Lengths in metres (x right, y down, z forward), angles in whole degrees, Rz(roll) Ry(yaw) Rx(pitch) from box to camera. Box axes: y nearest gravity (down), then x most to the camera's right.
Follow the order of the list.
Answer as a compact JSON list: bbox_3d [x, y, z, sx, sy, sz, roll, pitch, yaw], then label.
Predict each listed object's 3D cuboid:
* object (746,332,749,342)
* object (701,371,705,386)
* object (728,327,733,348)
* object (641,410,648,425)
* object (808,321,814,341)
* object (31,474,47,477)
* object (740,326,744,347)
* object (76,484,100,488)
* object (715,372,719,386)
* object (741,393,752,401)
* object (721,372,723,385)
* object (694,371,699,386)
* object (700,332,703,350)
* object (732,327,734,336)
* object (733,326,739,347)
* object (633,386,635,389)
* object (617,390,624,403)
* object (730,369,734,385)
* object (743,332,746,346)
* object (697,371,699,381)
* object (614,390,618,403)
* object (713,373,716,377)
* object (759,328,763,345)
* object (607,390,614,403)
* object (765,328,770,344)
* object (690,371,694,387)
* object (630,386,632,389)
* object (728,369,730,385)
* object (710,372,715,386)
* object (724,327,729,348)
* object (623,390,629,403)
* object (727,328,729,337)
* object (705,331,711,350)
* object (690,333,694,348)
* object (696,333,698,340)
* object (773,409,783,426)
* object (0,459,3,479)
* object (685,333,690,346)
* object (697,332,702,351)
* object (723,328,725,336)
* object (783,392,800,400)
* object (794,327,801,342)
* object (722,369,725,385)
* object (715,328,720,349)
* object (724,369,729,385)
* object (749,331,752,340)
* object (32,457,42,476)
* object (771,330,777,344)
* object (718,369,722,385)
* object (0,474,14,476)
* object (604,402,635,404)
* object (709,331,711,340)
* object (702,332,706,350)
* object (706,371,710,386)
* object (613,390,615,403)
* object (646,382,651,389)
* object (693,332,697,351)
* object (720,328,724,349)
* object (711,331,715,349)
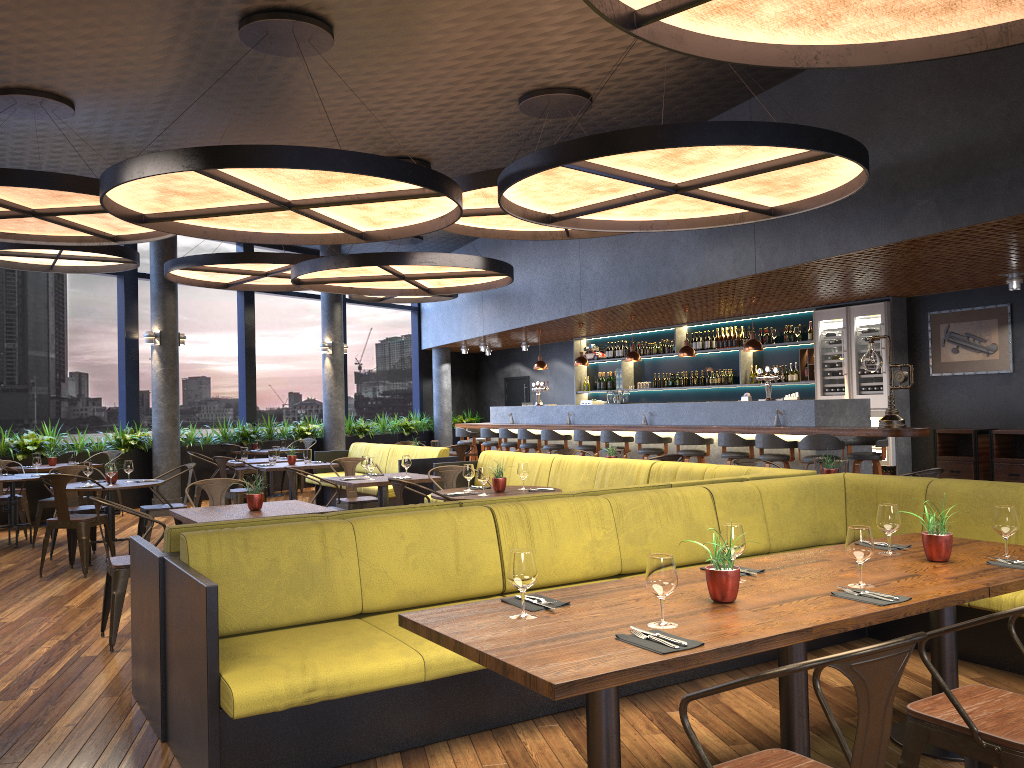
[{"bbox_3d":[3.618,-0.690,13.589,0.056,0.227,0.056,-2,-2,35],"label":"object"},{"bbox_3d":[3.137,-0.089,14.598,0.063,0.254,0.063,-2,-2,31],"label":"object"},{"bbox_3d":[3.430,-0.731,13.892,0.084,0.330,0.084,-1,-2,-25],"label":"object"},{"bbox_3d":[1.876,0.474,12.526,0.069,0.203,0.114,0,-2,-42],"label":"object"},{"bbox_3d":[4.270,-0.754,12.669,0.079,0.281,0.079,-1,-1,-23],"label":"object"},{"bbox_3d":[-5.233,1.014,9.857,0.255,0.019,0.157,-1,-1,0],"label":"object"},{"bbox_3d":[3.603,-0.736,13.854,0.084,0.330,0.084,-1,-2,-25],"label":"object"},{"bbox_3d":[-3.891,0.941,8.184,0.157,0.019,0.255,-2,-1,11],"label":"object"},{"bbox_3d":[3.290,-0.087,14.203,0.088,0.224,0.088,-1,-1,-17],"label":"object"},{"bbox_3d":[2.763,0.176,11.486,0.200,0.106,0.766,-1,-2,-32],"label":"object"},{"bbox_3d":[3.387,-0.088,14.262,0.088,0.224,0.088,0,-2,-37],"label":"object"},{"bbox_3d":[3.029,-0.087,14.562,0.063,0.254,0.063,-2,-1,6],"label":"object"},{"bbox_3d":[3.114,-0.695,14.615,0.085,0.310,0.086,-2,-1,9],"label":"object"},{"bbox_3d":[3.475,-0.729,13.998,0.084,0.330,0.084,-1,-2,-25],"label":"object"},{"bbox_3d":[3.483,-0.734,13.811,0.084,0.330,0.084,-1,-2,-25],"label":"object"},{"bbox_3d":[2.195,0.063,15.983,0.042,0.059,0.042,-2,-1,20],"label":"object"},{"bbox_3d":[1.625,0.196,13.321,0.105,0.209,0.105,-1,-1,3],"label":"object"},{"bbox_3d":[3.476,-0.110,14.036,0.063,0.254,0.063,-2,-2,31],"label":"object"},{"bbox_3d":[3.586,-0.687,13.640,0.056,0.227,0.056,-2,-1,20],"label":"object"},{"bbox_3d":[3.071,-0.085,14.705,0.063,0.254,0.063,0,-2,-44],"label":"object"},{"bbox_3d":[1.602,0.200,13.457,0.105,0.209,0.105,-1,-1,3],"label":"object"},{"bbox_3d":[3.288,-0.073,14.417,0.097,0.206,0.097,-1,-1,0],"label":"object"},{"bbox_3d":[3.747,-0.712,13.358,0.063,0.254,0.063,0,-2,-34],"label":"object"},{"bbox_3d":[1.498,0.204,13.534,0.105,0.209,0.105,-1,-1,3],"label":"object"},{"bbox_3d":[3.817,-0.716,13.258,0.063,0.254,0.063,-2,-2,31],"label":"object"},{"bbox_3d":[2.977,-0.084,14.648,0.063,0.254,0.063,-2,-2,31],"label":"object"},{"bbox_3d":[2.151,0.064,15.983,0.042,0.059,0.042,-2,-1,20],"label":"object"},{"bbox_3d":[3.462,-0.107,14.151,0.063,0.254,0.063,-1,-1,-4],"label":"object"},{"bbox_3d":[3.233,-0.083,14.295,0.088,0.224,0.088,-2,-2,28],"label":"object"},{"bbox_3d":[3.380,-0.727,13.981,0.084,0.330,0.084,-1,-2,-25],"label":"object"},{"bbox_3d":[1.719,0.195,13.387,0.105,0.209,0.105,-1,-1,3],"label":"object"},{"bbox_3d":[3.424,-0.726,14.077,0.084,0.330,0.084,-1,-2,-25],"label":"object"},{"bbox_3d":[3.172,-0.703,14.342,0.085,0.310,0.086,-1,-1,2],"label":"object"},{"bbox_3d":[3.011,-0.689,14.775,0.085,0.310,0.086,-1,-1,-17],"label":"object"},{"bbox_3d":[3.063,-0.692,14.690,0.085,0.310,0.086,-1,-1,-4],"label":"object"},{"bbox_3d":[3.144,0.394,10.480,0.114,0.203,0.069,-1,-1,3],"label":"object"},{"bbox_3d":[-5.548,0.921,9.575,0.097,0.206,0.097,-2,-2,27],"label":"object"},{"bbox_3d":[2.915,-0.687,14.750,0.085,0.310,0.086,-1,-1,-4],"label":"object"},{"bbox_3d":[3.068,-0.697,14.505,0.085,0.310,0.086,-1,-1,-4],"label":"object"},{"bbox_3d":[3.376,-0.723,14.159,0.084,0.330,0.084,-1,-2,-25],"label":"object"},{"bbox_3d":[3.321,0.147,10.540,0.177,0.091,0.091,-2,-2,33],"label":"object"},{"bbox_3d":[4.120,-0.711,12.807,0.097,0.206,0.097,-2,-2,27],"label":"object"},{"bbox_3d":[3.383,-0.106,14.122,0.063,0.254,0.063,-1,-1,-4],"label":"object"},{"bbox_3d":[3.282,-0.721,14.140,0.084,0.330,0.084,-1,-2,-25],"label":"object"},{"bbox_3d":[3.380,-0.109,13.987,0.063,0.254,0.063,-1,-2,-24],"label":"object"},{"bbox_3d":[3.650,-0.692,13.537,0.056,0.227,0.056,0,-2,-45],"label":"object"},{"bbox_3d":[-5.350,0.926,9.990,0.097,0.206,0.097,-1,-2,-27],"label":"object"},{"bbox_3d":[3.887,-0.697,13.156,0.097,0.206,0.097,-2,-2,27],"label":"object"},{"bbox_3d":[3.301,-0.105,14.070,0.063,0.254,0.063,0,-2,-39],"label":"object"},{"bbox_3d":[-5.767,1.032,10.092,0.255,0.019,0.157,-3,-2,45],"label":"object"},{"bbox_3d":[1.630,0.294,13.465,0.273,0.019,0.437,-1,-2,-32],"label":"object"},{"bbox_3d":[3.217,-0.702,14.453,0.085,0.310,0.086,-1,-1,-4],"label":"object"},{"bbox_3d":[3.163,-0.699,14.531,0.085,0.310,0.086,-1,-1,-21],"label":"object"},{"bbox_3d":[3.206,-0.092,14.500,0.063,0.254,0.063,-2,-1,16],"label":"object"},{"bbox_3d":[1.596,0.203,13.580,0.105,0.209,0.105,-1,-1,3],"label":"object"},{"bbox_3d":[2.414,0.020,15.660,0.084,0.119,0.084,-2,-1,13],"label":"object"},{"bbox_3d":[3.021,-0.694,14.586,0.085,0.310,0.086,-1,-1,2],"label":"object"},{"bbox_3d":[3.332,-0.724,14.060,0.084,0.330,0.084,-1,-2,-25],"label":"object"},{"bbox_3d":[3.265,-0.705,14.371,0.085,0.310,0.086,-2,-1,9],"label":"object"}]
